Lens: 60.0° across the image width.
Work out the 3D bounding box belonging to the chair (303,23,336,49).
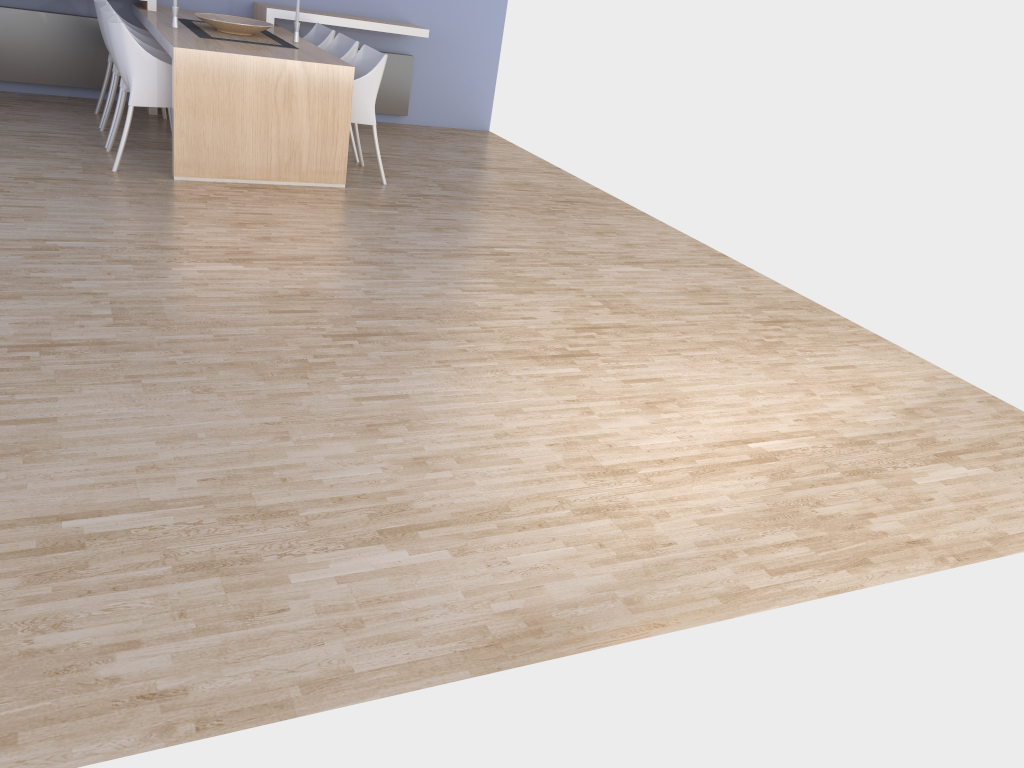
[{"bbox_3d":[-1.583,-2.267,6.608,0.486,0.793,0.510,-4,28,-27],"label":"chair"}]

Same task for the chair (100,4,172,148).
[{"bbox_3d":[-2.339,-1.935,5.606,0.486,0.793,0.510,-4,28,-27],"label":"chair"}]

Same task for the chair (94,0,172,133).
[{"bbox_3d":[-2.587,-2.187,6.058,0.486,0.793,0.510,-4,28,-27],"label":"chair"}]

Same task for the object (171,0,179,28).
[{"bbox_3d":[-2.091,-2.399,5.505,0.045,0.349,0.045,15,25,11],"label":"object"}]

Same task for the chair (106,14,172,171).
[{"bbox_3d":[-2.092,-1.682,5.154,0.486,0.793,0.510,-4,28,-27],"label":"chair"}]

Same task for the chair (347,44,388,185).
[{"bbox_3d":[-1.072,-1.746,5.676,0.486,0.793,0.510,-4,28,-27],"label":"chair"}]

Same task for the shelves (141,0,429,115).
[{"bbox_3d":[-2.566,-2.481,6.641,3.901,0.840,0.463,-4,28,-27],"label":"shelves"}]

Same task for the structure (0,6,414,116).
[{"bbox_3d":[-2.599,-2.488,6.849,3.843,0.503,0.064,-4,28,-27],"label":"structure"}]

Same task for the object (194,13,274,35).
[{"bbox_3d":[-1.816,-2.343,5.802,0.493,0.081,0.493,5,25,-10],"label":"object"}]

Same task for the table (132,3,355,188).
[{"bbox_3d":[-1.929,-2.027,6.049,1.002,0.718,2.340,-4,28,-27],"label":"table"}]

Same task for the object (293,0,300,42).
[{"bbox_3d":[-1.415,-2.442,5.851,0.045,0.349,0.045,-4,28,-27],"label":"object"}]

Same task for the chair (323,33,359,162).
[{"bbox_3d":[-1.329,-2.008,6.145,0.486,0.793,0.510,-3,28,-27],"label":"chair"}]

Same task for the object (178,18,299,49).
[{"bbox_3d":[-1.818,-2.304,5.820,0.594,0.005,0.986,-4,28,-28],"label":"object"}]
